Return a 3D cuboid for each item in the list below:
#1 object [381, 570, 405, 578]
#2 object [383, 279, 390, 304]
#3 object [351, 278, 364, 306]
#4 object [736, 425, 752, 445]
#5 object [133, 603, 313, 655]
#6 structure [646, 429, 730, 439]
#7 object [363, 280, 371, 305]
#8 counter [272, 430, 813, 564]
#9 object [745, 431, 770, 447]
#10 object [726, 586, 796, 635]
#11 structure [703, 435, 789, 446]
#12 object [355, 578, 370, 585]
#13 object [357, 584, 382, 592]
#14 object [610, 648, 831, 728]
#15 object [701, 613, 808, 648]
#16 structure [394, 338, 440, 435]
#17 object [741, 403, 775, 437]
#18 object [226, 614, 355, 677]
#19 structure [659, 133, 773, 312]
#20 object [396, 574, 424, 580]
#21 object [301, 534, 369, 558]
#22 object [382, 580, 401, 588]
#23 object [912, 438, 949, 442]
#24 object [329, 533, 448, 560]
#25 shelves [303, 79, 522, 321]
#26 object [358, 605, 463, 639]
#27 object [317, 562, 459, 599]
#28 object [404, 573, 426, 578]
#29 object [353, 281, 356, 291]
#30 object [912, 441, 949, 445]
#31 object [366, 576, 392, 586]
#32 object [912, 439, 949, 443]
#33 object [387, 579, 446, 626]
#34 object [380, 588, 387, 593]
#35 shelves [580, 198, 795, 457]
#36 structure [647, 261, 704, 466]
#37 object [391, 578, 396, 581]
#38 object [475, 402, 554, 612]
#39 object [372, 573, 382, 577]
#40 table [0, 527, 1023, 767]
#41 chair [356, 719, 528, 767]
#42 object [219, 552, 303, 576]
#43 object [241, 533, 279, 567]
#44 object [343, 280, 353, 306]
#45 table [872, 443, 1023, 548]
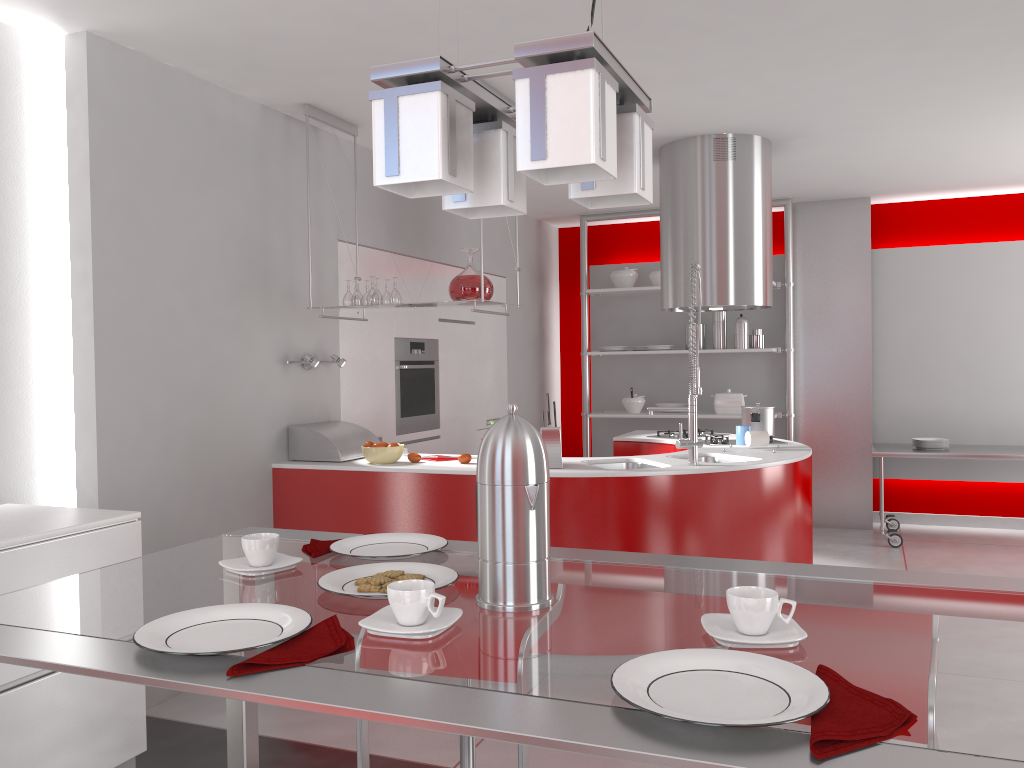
[{"bbox_3d":[-0.189,0.301,1.407,0.034,0.006,0.036,-1,1,10],"label":"object"},{"bbox_3d":[-0.620,-0.446,4.401,0.060,0.141,0.060,0,1,22],"label":"object"},{"bbox_3d":[-0.752,-0.442,4.316,0.060,0.141,0.060,-1,1,-1],"label":"object"},{"bbox_3d":[1.218,0.270,4.679,0.080,0.100,0.109,-1,1,-5],"label":"object"},{"bbox_3d":[-0.365,0.315,1.127,0.217,0.015,0.217,-1,1,-2],"label":"object"},{"bbox_3d":[1.094,0.304,5.498,0.457,0.037,0.303,-2,2,-38],"label":"structure"},{"bbox_3d":[-0.720,-0.445,4.415,0.060,0.141,0.060,0,1,22],"label":"object"},{"bbox_3d":[0.368,0.794,4.600,2.865,0.880,1.868,-2,2,-34],"label":"counter"},{"bbox_3d":[1.252,0.280,4.554,0.100,0.080,0.109,-1,1,-8],"label":"object"},{"bbox_3d":[0.303,0.282,1.091,0.078,0.049,0.062,0,2,45],"label":"object"},{"bbox_3d":[1.290,0.312,5.001,0.457,0.037,0.303,-1,1,-3],"label":"structure"},{"bbox_3d":[-0.226,0.308,1.387,0.036,0.006,0.034,-1,1,6],"label":"object"},{"bbox_3d":[-0.216,0.309,1.346,0.036,0.006,0.034,-1,1,1],"label":"object"},{"bbox_3d":[0.209,0.311,0.902,0.217,0.015,0.217,-2,2,-44],"label":"object"},{"bbox_3d":[0.297,0.306,1.097,0.119,0.016,0.119,-1,1,2],"label":"object"},{"bbox_3d":[-0.586,0.008,5.665,0.050,0.589,0.599,0,1,22],"label":"structure"},{"bbox_3d":[1.388,0.200,5.001,0.189,0.185,0.218,-1,1,-16],"label":"object"},{"bbox_3d":[-0.237,0.316,1.073,0.095,0.012,0.234,0,1,21],"label":"object"},{"bbox_3d":[1.201,-0.917,5.241,0.644,0.958,0.644,-1,1,-12],"label":"structure"},{"bbox_3d":[-0.159,0.302,1.377,0.034,0.006,0.036,-2,2,-44],"label":"object"},{"bbox_3d":[-0.351,0.304,1.688,0.095,0.012,0.234,0,1,22],"label":"object"},{"bbox_3d":[-0.174,0.303,1.339,0.034,0.006,0.036,0,2,34],"label":"object"},{"bbox_3d":[3.032,0.409,6.428,0.228,0.020,0.228,-1,1,4],"label":"object"},{"bbox_3d":[-0.226,0.301,1.631,0.217,0.015,0.217,-2,1,-32],"label":"object"},{"bbox_3d":[-0.475,-0.836,4.283,0.934,1.023,0.462,0,1,22],"label":"shelves"},{"bbox_3d":[-0.131,0.311,1.159,0.119,0.016,0.119,0,1,19],"label":"object"},{"bbox_3d":[-0.190,0.307,1.371,0.217,0.015,0.217,-2,1,-31],"label":"object"},{"bbox_3d":[-0.160,0.307,1.408,0.036,0.006,0.034,0,1,21],"label":"object"},{"bbox_3d":[-0.787,-0.445,4.475,0.060,0.141,0.060,0,1,22],"label":"object"},{"bbox_3d":[3.033,0.430,6.429,0.228,0.020,0.228,-1,1,4],"label":"object"},{"bbox_3d":[-0.204,0.303,1.367,0.034,0.006,0.036,-2,1,-31],"label":"object"},{"bbox_3d":[3.032,0.419,6.429,0.228,0.020,0.228,-1,1,4],"label":"object"},{"bbox_3d":[-0.128,0.287,1.151,0.062,0.049,0.078,-2,1,-28],"label":"object"},{"bbox_3d":[-0.177,0.309,1.336,0.034,0.006,0.036,0,1,26],"label":"object"},{"bbox_3d":[1.395,-0.140,7.222,1.735,2.599,0.535,0,1,22],"label":"shelves"},{"bbox_3d":[0.781,-0.100,4.004,0.308,0.920,0.178,-1,1,-25],"label":"structure"},{"bbox_3d":[-0.182,0.308,1.379,0.036,0.006,0.034,0,2,40],"label":"object"},{"bbox_3d":[-0.013,0.170,1.282,0.149,0.287,0.113,0,1,30],"label":"object"},{"bbox_3d":[-0.204,0.307,1.417,0.036,0.006,0.034,0,1,22],"label":"object"},{"bbox_3d":[0.081,0.813,1.235,1.700,1.000,0.800,0,1,22],"label":"table"},{"bbox_3d":[-0.102,0.867,2.177,0.418,0.857,0.460,0,1,17],"label":"chair"},{"bbox_3d":[-0.427,0.308,1.511,0.119,0.016,0.119,0,2,42],"label":"object"},{"bbox_3d":[-0.435,0.284,1.513,0.078,0.049,0.062,0,1,22],"label":"object"},{"bbox_3d":[-0.809,-0.443,4.392,0.060,0.141,0.060,0,1,22],"label":"object"},{"bbox_3d":[3.437,0.808,6.321,1.627,0.682,0.749,0,1,23],"label":"table"}]
